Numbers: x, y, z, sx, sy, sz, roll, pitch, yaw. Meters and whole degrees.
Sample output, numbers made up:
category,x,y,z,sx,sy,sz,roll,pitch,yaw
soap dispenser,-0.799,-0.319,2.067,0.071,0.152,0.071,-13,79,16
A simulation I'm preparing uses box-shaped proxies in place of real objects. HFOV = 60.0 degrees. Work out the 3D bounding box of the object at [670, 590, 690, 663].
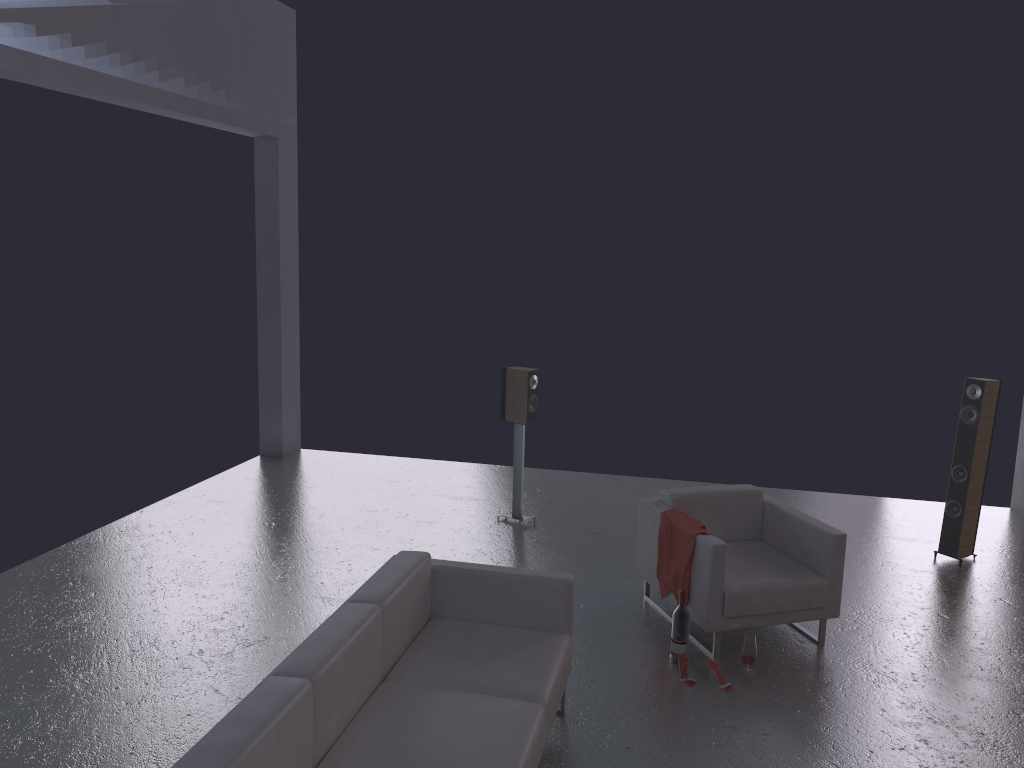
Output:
category,x,y,z,sx,sy,sz,roll,pitch,yaw
object,1.000,1.429,5.249,0.109,0.435,0.109,9,12,39

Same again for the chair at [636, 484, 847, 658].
category,x,y,z,sx,sy,sz,roll,pitch,yaw
chair,1.463,1.165,5.812,0.936,0.808,1.026,-1,10,-17

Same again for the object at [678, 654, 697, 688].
category,x,y,z,sx,sy,sz,roll,pitch,yaw
object,0.991,1.635,5.062,0.079,0.087,0.235,0,9,-9

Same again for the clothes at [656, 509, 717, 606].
category,x,y,z,sx,sy,sz,roll,pitch,yaw
clothes,1.122,1.149,5.631,0.254,0.604,0.574,-1,10,-17

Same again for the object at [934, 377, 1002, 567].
category,x,y,z,sx,sy,sz,roll,pitch,yaw
object,3.668,0.681,7.065,0.444,1.473,0.244,-4,11,-32

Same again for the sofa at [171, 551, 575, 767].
category,x,y,z,sx,sy,sz,roll,pitch,yaw
sofa,-0.417,1.454,3.642,1.026,0.824,2.353,4,9,12

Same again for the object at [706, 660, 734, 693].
category,x,y,z,sx,sy,sz,roll,pitch,yaw
object,1.180,1.649,5.012,0.079,0.087,0.235,-2,10,-20

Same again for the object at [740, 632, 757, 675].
category,x,y,z,sx,sy,sz,roll,pitch,yaw
object,1.376,1.560,5.144,0.091,0.233,0.091,9,12,40

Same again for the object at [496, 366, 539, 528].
category,x,y,z,sx,sy,sz,roll,pitch,yaw
object,0.050,0.535,7.708,0.333,1.363,0.243,10,12,43
